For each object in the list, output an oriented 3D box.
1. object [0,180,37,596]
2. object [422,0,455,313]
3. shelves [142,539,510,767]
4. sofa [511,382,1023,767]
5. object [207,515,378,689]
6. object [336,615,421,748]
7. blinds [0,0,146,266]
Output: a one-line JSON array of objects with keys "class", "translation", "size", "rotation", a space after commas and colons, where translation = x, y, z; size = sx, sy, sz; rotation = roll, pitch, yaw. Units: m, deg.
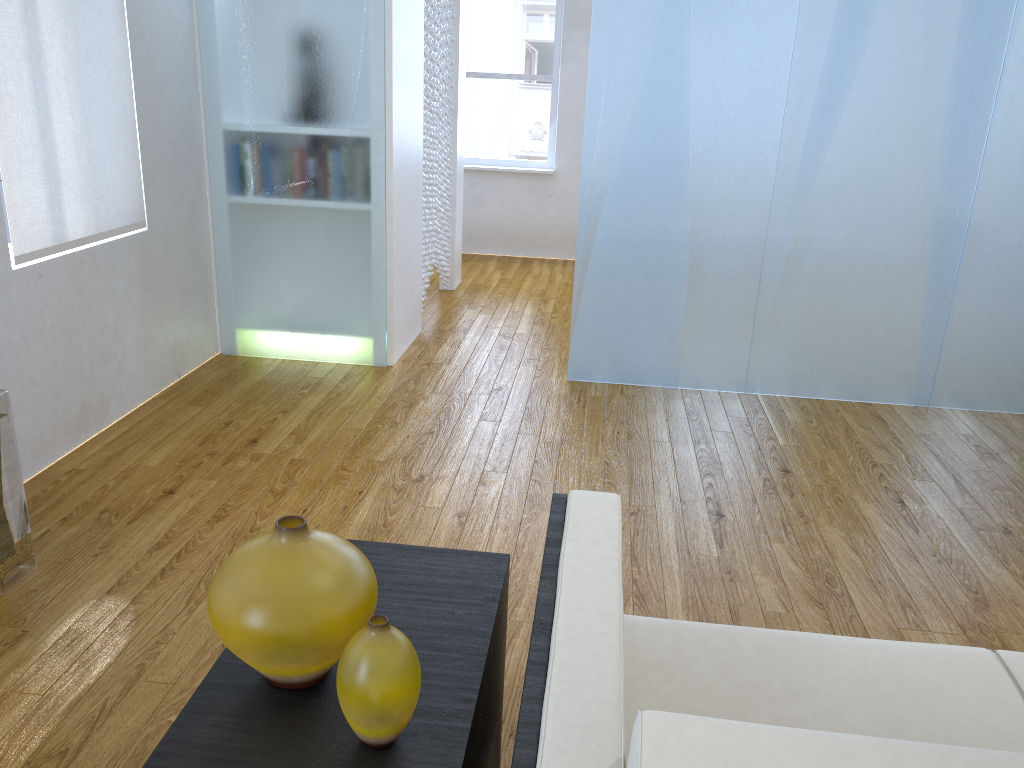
[{"class": "object", "translation": [-1.287, 0.017, 1.947], "size": [0.379, 0.990, 0.479], "rotation": [-5, 21, -21]}, {"class": "object", "translation": [-0.393, -1.386, 4.558], "size": [0.051, 2.036, 0.914], "rotation": [4, 20, 5]}, {"class": "shelves", "translation": [-0.225, 0.593, 1.210], "size": [0.349, 0.456, 0.723], "rotation": [4, 19, 5]}, {"class": "sofa", "translation": [1.138, 0.377, 1.713], "size": [5.335, 0.686, 9.628], "rotation": [4, 19, 5]}, {"class": "object", "translation": [-0.273, 0.269, 1.111], "size": [0.206, 0.217, 0.205], "rotation": [-15, 26, -40]}, {"class": "object", "translation": [-0.152, 0.338, 1.011], "size": [0.095, 0.162, 0.095], "rotation": [-15, 26, -40]}, {"class": "blinds", "translation": [-1.335, -1.456, 2.520], "size": [0.007, 2.133, 0.754], "rotation": [4, 20, 5]}]
